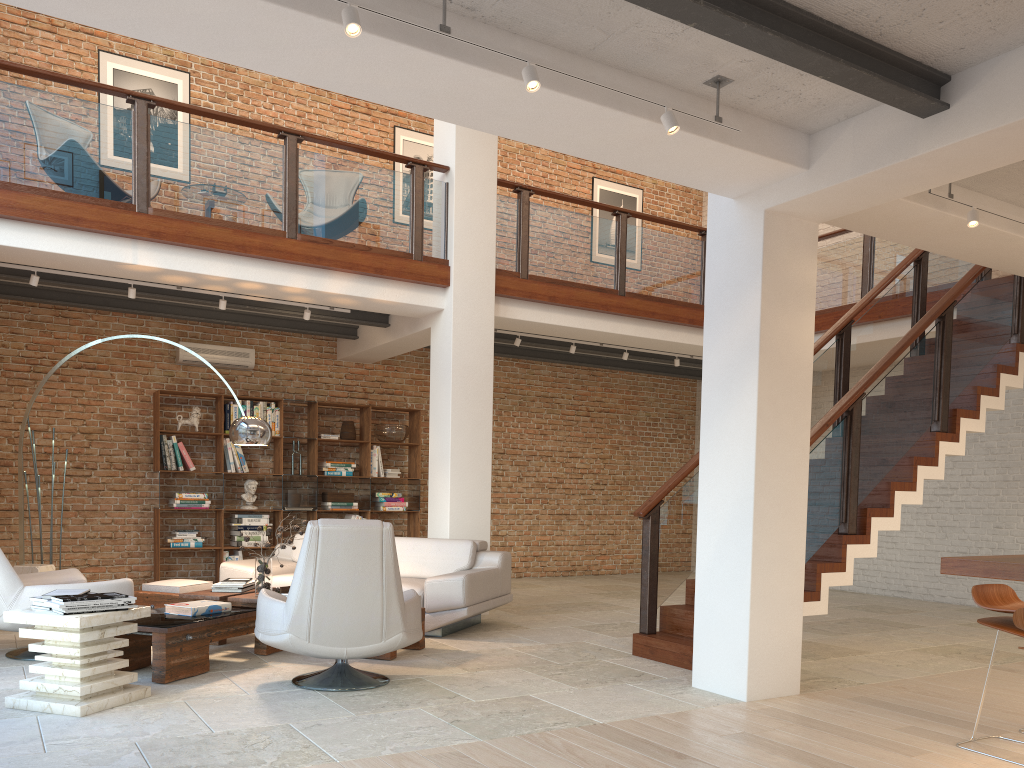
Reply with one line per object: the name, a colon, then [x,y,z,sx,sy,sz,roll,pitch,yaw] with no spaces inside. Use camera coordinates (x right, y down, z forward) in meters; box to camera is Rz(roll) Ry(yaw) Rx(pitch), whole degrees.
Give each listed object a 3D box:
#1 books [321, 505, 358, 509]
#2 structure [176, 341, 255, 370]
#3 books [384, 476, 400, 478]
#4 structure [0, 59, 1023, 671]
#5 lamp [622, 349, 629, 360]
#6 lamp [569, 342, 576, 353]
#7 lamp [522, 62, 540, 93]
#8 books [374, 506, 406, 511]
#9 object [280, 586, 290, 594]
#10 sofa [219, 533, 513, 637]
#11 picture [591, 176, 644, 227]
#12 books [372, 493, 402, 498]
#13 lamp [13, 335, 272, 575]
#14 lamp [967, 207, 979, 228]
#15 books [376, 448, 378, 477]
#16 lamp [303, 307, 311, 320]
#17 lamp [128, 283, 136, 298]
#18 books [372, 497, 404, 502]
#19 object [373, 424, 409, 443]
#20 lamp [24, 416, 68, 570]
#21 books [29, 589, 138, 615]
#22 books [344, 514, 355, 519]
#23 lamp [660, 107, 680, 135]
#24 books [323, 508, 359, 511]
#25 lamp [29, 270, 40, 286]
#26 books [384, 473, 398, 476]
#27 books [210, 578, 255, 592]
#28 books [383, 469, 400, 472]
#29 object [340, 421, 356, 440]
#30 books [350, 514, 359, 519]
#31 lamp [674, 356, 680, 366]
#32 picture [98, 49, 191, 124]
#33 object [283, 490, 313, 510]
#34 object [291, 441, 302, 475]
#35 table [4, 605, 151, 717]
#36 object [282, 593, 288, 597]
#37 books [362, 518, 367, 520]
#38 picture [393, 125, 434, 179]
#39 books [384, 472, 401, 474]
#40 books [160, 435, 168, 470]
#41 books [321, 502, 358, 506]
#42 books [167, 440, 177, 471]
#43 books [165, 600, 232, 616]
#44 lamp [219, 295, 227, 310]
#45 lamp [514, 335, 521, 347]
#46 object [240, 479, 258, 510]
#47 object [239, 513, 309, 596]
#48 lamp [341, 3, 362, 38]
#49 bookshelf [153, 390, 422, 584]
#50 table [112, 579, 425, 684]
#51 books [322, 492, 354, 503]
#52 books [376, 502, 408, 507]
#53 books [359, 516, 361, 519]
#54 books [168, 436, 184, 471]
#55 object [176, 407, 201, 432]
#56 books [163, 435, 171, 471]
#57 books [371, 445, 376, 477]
books: [-2.078,1.478,10.481,0.381,0.036,0.245,6,-9,-36]
structure: [-3.305,-0.309,9.735,0.815,0.218,0.200,5,-3,-31]
books: [-1.498,1.151,10.789,0.171,0.019,0.237,4,-8,-23]
structure: [2.124,-0.229,5.102,10.187,4.125,13.896,5,-7,-31]
lamp: [1.313,-0.332,10.086,0.061,0.129,0.086,0,0,-29]
lamp: [0.676,-0.395,9.700,0.061,0.129,0.086,0,0,-29]
lamp: [0.075,-1.211,3.435,0.061,0.129,0.086,0,0,-29]
books: [-1.517,1.545,10.803,0.327,0.055,0.255,5,-8,-29]
object: [-1.561,1.474,6.158,0.114,0.082,0.094,-1,-3,31]
sofa: [-1.261,1.722,7.653,2.328,0.755,1.150,-1,-5,19]
picture: [1.519,-2.296,12.592,0.915,1.196,0.027,2,3,-31]
books: [-1.550,1.375,10.783,0.327,0.055,0.256,4,-7,-21]
lamp: [-2.878,0.796,6.835,2.031,2.352,0.317,1,3,5]
lamp: [2.646,-0.957,5.003,0.059,0.129,0.087,2,0,19]
books: [-1.699,0.961,10.653,0.021,0.359,0.271,-1,1,-31]
lamp: [-1.913,-0.655,8.140,0.061,0.115,0.094,1,-1,-25]
lamp: [-3.203,-0.781,7.346,0.061,0.121,0.086,1,0,-29]
books: [-1.537,1.432,10.795,0.327,0.055,0.255,5,-8,-31]
object: [-1.487,0.618,10.733,0.438,0.218,0.438,0,-5,10]
lamp: [-4.427,1.210,8.257,0.199,1.820,0.416,3,3,29]
books: [-2.316,1.153,4.657,0.569,0.079,0.391,-5,-9,43]
books: [-2.013,1.761,10.537,0.163,0.372,0.243,0,1,-31]
lamp: [0.692,-1.150,3.812,0.086,0.129,0.059,1,1,29]
books: [-2.059,1.507,10.477,0.357,0.020,0.273,6,-9,-32]
lamp: [-3.819,-0.838,6.970,0.086,0.129,0.059,1,1,29]
books: [-1.497,1.122,10.771,0.133,0.033,0.207,4,-7,-21]
books: [-2.110,1.528,6.637,0.250,0.074,0.403,1,-7,1]
books: [-1.496,1.070,10.768,0.133,0.033,0.206,7,-9,-41]
object: [-1.955,0.560,10.399,0.193,0.232,0.194,1,-1,16]
books: [-1.965,1.761,10.538,0.161,0.372,0.243,0,1,-31]
lamp: [1.984,-0.267,10.485,0.059,0.129,0.087,2,0,19]
picture: [-3.909,-2.830,9.299,0.915,1.196,0.027,2,3,-31]
object: [-2.519,1.350,10.146,0.336,0.232,0.284,4,-4,-31]
object: [-2.498,0.856,10.101,0.121,0.399,0.061,0,3,-28]
table: [-2.292,1.440,4.624,0.495,0.503,0.496,1,-2,19]
object: [-1.450,1.505,6.197,0.249,0.034,0.273,-3,-8,31]
books: [-1.867,1.790,10.604,0.116,0.333,0.254,0,0,-31]
picture: [-1.076,-2.551,11.018,0.915,1.196,0.027,2,3,-31]
books: [-1.492,1.097,10.777,0.171,0.019,0.237,5,-8,-28]
books: [-3.776,0.742,9.392,0.091,0.384,0.243,0,1,-31]
books: [-2.071,1.437,10.442,0.381,0.036,0.245,6,-8,-32]
books: [-3.715,0.777,9.463,0.102,0.334,0.254,0,0,-31]
books: [-2.040,1.457,5.673,0.255,0.056,0.329,-3,-8,29]
lamp: [-2.566,-0.714,7.733,0.061,0.129,0.086,0,0,-29]
lamp: [0.060,-0.456,9.323,0.086,0.129,0.059,1,1,29]
object: [-2.980,1.251,9.893,0.196,0.350,0.193,1,1,-16]
object: [-1.693,1.238,6.362,0.316,0.606,0.543,2,-1,30]
lamp: [-0.561,-1.279,3.049,0.061,0.121,0.086,1,0,-29]
bookshelf: [-2.527,1.303,10.158,3.042,2.198,0.363,3,1,-31]
table: [-1.946,1.667,6.062,2.204,0.428,1.984,-1,-7,20]
books: [-2.084,1.359,10.439,0.336,0.118,0.213,5,-6,-31]
books: [-1.494,1.491,10.813,0.328,0.055,0.255,6,-9,-36]
books: [-1.925,1.775,10.574,0.098,0.354,0.271,0,0,-31]
books: [-3.650,0.755,9.463,0.121,0.381,0.243,0,1,-31]
object: [-3.508,0.376,9.463,0.252,0.283,0.130,2,1,-23]
books: [-3.748,0.746,9.419,0.091,0.384,0.243,0,1,-31]
books: [-1.718,0.945,10.629,0.036,0.383,0.243,-1,1,-31]
